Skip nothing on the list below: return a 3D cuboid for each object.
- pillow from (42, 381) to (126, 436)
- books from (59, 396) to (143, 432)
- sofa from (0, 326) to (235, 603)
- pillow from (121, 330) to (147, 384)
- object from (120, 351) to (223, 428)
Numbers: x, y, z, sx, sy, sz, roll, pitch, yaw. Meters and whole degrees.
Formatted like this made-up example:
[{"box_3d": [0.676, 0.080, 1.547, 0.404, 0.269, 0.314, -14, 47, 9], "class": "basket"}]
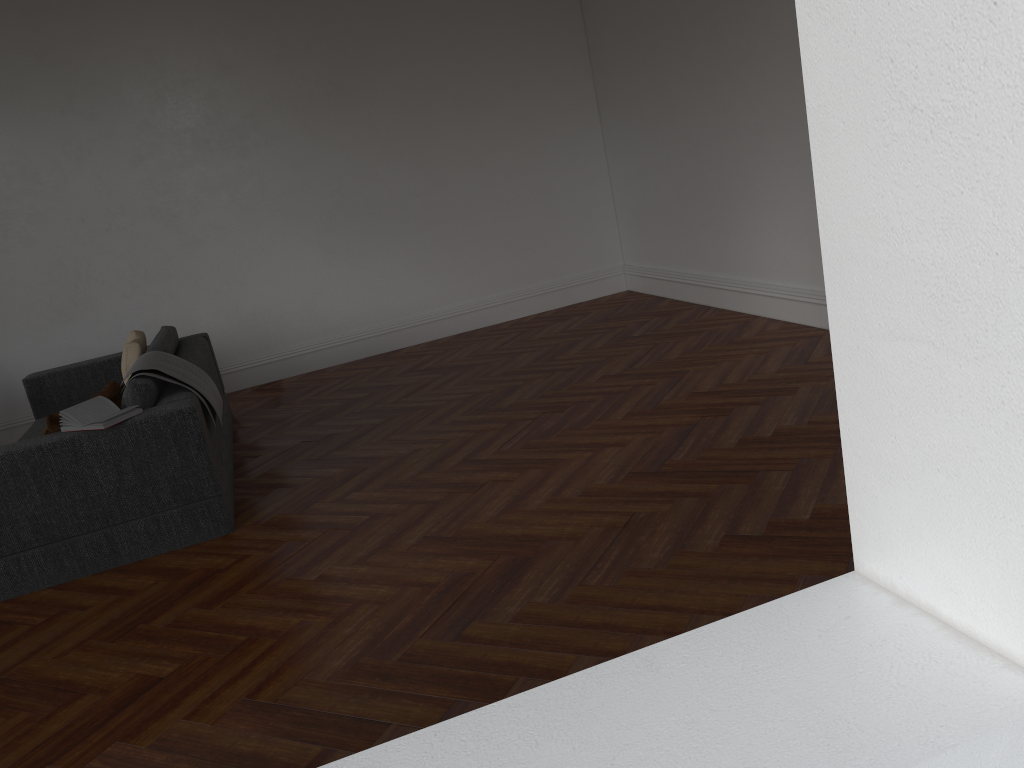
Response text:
[{"box_3d": [-2.061, 0.241, 4.263, 0.330, 0.399, 0.467, -6, 16, 22], "class": "pillow"}, {"box_3d": [-1.861, 0.126, 3.998, 0.279, 0.096, 0.223, -4, 16, 26], "class": "books"}, {"box_3d": [-2.364, 0.275, 5.175, 1.260, 0.833, 2.634, -16, 15, -14], "class": "sofa"}, {"box_3d": [-2.439, -0.091, 5.725, 0.225, 0.463, 0.484, -16, 15, -14], "class": "pillow"}, {"box_3d": [-1.779, 0.032, 4.668, 0.399, 0.389, 0.749, -16, 15, -14], "class": "object"}]
